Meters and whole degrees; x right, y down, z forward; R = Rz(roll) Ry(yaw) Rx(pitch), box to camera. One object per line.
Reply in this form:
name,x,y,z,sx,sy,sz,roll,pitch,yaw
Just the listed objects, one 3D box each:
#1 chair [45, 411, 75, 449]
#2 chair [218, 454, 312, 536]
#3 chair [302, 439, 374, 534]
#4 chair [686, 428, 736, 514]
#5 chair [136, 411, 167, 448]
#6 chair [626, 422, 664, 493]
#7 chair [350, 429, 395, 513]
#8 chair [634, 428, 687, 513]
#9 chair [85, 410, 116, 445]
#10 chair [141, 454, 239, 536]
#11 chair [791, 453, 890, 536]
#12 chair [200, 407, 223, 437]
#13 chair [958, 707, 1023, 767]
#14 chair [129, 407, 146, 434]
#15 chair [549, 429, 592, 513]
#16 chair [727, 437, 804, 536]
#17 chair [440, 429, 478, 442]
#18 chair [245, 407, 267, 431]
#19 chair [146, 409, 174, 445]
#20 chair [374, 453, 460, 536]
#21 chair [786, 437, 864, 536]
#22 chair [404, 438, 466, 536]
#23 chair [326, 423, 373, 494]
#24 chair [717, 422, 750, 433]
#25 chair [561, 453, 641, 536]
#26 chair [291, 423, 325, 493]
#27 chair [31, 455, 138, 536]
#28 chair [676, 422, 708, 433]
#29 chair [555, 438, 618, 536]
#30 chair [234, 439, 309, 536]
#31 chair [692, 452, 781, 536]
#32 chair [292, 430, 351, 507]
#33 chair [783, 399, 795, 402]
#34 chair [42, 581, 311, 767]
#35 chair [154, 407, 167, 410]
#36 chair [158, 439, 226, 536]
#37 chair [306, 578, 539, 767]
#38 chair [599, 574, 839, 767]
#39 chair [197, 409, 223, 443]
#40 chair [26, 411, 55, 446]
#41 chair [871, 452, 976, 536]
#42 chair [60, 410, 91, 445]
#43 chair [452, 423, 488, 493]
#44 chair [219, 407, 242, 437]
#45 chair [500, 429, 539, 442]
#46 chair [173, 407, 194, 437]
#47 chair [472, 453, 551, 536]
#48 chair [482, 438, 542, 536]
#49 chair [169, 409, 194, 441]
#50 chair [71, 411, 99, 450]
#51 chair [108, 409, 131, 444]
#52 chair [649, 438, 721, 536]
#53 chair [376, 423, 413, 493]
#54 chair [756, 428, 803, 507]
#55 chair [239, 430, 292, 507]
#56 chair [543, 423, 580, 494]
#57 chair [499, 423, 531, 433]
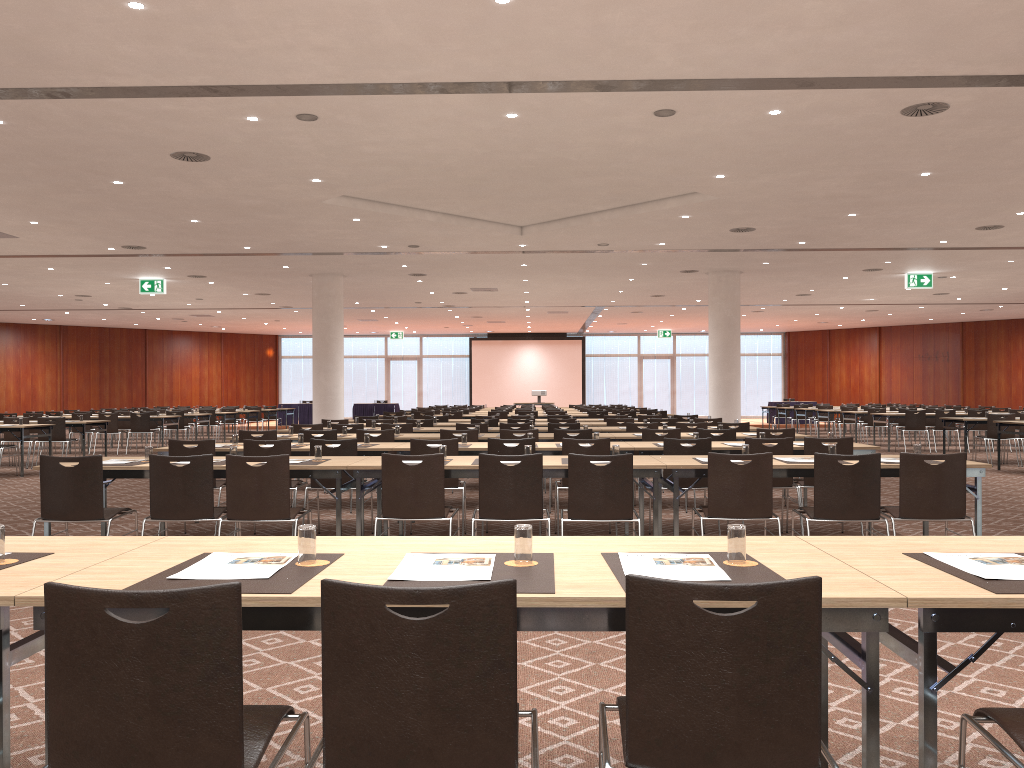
chair,-11.203,1.136,21.876,0.535,0.939,0.614,0,0,4
chair,-1.721,0.947,6.178,0.535,0.939,0.614,0,0,1
chair,-1.609,0.966,8.211,0.535,0.939,0.614,0,0,3
chair,2.295,0.967,10.078,0.535,0.939,0.614,0,0,2
chair,-8.928,1.127,21.959,0.535,0.939,0.614,0,0,0
chair,1.762,0.988,12.127,0.535,0.939,0.614,0,0,1
chair,-1.555,0.985,10.252,0.535,0.939,0.614,0,0,-1
chair,1.695,0.970,10.170,0.535,0.939,0.614,0,0,3
chair,-11.109,1.156,23.956,0.535,0.939,0.614,0,0,3
chair,-2.263,0.950,6.227,0.535,0.939,0.614,0,0,-1
chair,2.250,0.929,6.078,0.535,0.939,0.614,0,0,4
chair,-9.460,1.186,27.915,0.535,0.939,0.614,0,0,2
chair,1.420,0.895,2.054,0.535,0.939,0.614,0,0,4
chair,-11.705,1.196,27.972,0.535,0.939,0.614,0,0,-1
chair,0.703,0.974,10.153,0.535,0.939,0.614,0,0,4
chair,2.304,0.948,8.112,0.535,0.939,0.614,0,0,-1
chair,-0.585,0.980,10.185,0.535,0.939,0.614,0,0,4
chair,-8.066,1.180,27.939,0.535,0.939,0.614,0,0,-1
chair,-9.486,1.148,23.915,0.535,0.939,0.614,0,0,1
chair,-0.665,0.943,6.228,0.535,0.939,0.614,0,0,4
chair,2.860,0.946,8.140,0.535,0.939,0.614,0,0,4
chair,-0.700,0.961,8.153,0.535,0.939,0.614,0,0,-1
chair,-2.224,1.006,12.193,0.535,0.939,0.614,0,0,0
chair,2.991,0.983,12.096,0.535,0.939,0.614,0,0,4
chair,0.604,0.937,6.119,0.535,0.939,0.614,0,0,3
chair,-2.793,1.009,12.242,0.535,0.939,0.614,0,0,-1
chair,-3.000,0.953,6.210,0.535,0.939,0.614,0,0,2
chair,2.429,0.986,12.152,0.535,0.939,0.614,0,0,-1
chair,0.671,0.955,8.153,0.535,0.939,0.614,0,0,0
chair,-2.211,0.968,8.191,0.535,0.939,0.614,0,0,1
chair,1.558,0.933,6.172,0.535,0.939,0.614,0,0,3
chair,-2.189,0.987,10.226,0.535,0.939,0.614,0,0,3
chair,10.618,1.028,33.834,0.535,0.939,0.614,0,0,2
chair,-0.806,0.905,2.110,0.535,0.939,0.614,0,0,1
chair,-11.023,1.194,28.014,0.535,0.939,0.614,0,0,4
chair,-2.908,0.972,8.243,0.535,0.939,0.614,0,0,3
chair,-0.203,0.902,2.130,0.535,0.939,0.614,0,0,1
chair,0.487,0.900,2.154,0.535,0.939,0.614,0,0,4
chair,-8.172,1.143,23.941,0.535,0.939,0.614,0,0,-1
chair,-11.768,1.140,22.031,0.535,0.939,0.614,0,0,0
chair,2.830,0.927,6.098,0.535,0.939,0.614,0,0,4
chair,-11.833,1.159,24.033,0.535,0.939,0.614,0,0,3
chair,-0.545,0.999,12.185,0.535,0.939,0.614,0,0,-1
chair,-8.829,1.182,27.818,0.535,0.939,0.614,0,0,-1
chair,0.089,0.977,10.134,0.535,0.939,0.614,0,0,2
chair,-10.366,1.189,27.857,0.535,0.939,0.614,0,0,3
chair,-0.006,0.940,6.169,0.535,0.939,0.614,0,0,0
chair,0.004,0.959,8.212,0.535,0.939,0.614,0,0,2
chair,-8.862,1.145,23.818,0.535,0.939,0.614,0,0,-1
chair,-10.526,1.134,21.940,0.535,0.939,0.614,0,0,0
chair,-10.482,1.152,23.859,0.535,0.939,0.614,0,0,-1
chair,1.567,0.951,8.096,0.535,0.939,0.614,0,0,-2
chair,-1.570,1.004,12.253,0.535,0.939,0.614,0,0,-1
chair,2.953,0.964,10.096,0.535,0.939,0.614,0,0,-1
chair,-2.875,0.990,10.209,0.535,0.939,0.614,0,0,1
chair,0.704,0.993,12.119,0.535,0.939,0.614,0,0,0
chair,0.047,0.997,12.212,0.535,0.939,0.614,0,0,-1
